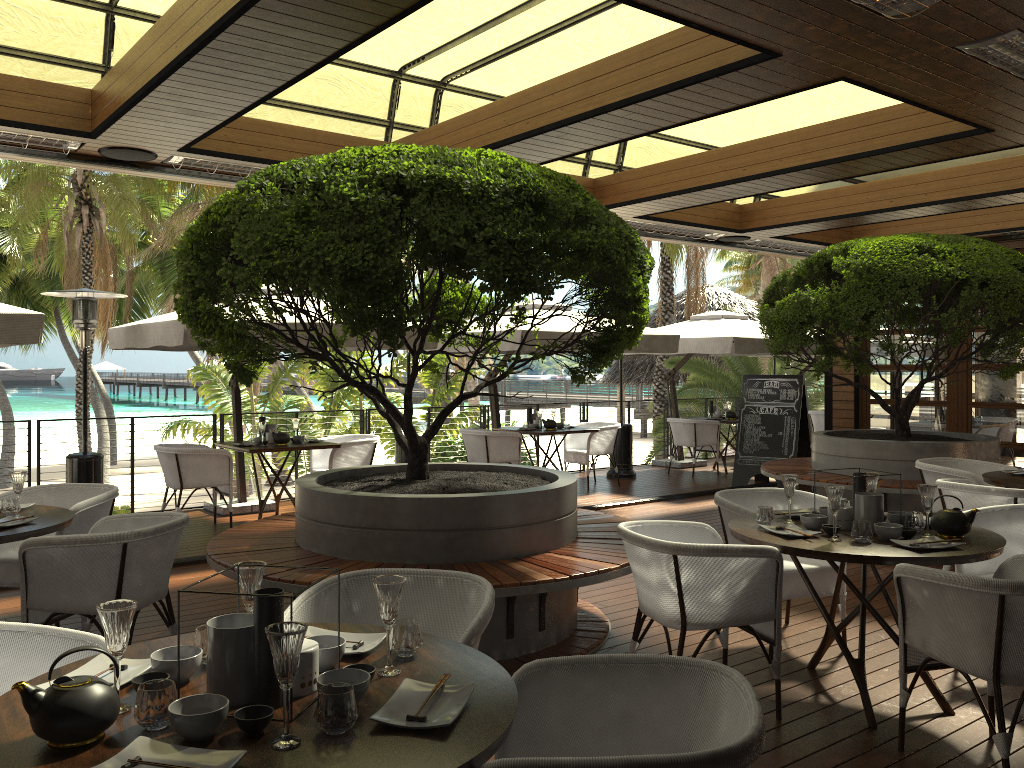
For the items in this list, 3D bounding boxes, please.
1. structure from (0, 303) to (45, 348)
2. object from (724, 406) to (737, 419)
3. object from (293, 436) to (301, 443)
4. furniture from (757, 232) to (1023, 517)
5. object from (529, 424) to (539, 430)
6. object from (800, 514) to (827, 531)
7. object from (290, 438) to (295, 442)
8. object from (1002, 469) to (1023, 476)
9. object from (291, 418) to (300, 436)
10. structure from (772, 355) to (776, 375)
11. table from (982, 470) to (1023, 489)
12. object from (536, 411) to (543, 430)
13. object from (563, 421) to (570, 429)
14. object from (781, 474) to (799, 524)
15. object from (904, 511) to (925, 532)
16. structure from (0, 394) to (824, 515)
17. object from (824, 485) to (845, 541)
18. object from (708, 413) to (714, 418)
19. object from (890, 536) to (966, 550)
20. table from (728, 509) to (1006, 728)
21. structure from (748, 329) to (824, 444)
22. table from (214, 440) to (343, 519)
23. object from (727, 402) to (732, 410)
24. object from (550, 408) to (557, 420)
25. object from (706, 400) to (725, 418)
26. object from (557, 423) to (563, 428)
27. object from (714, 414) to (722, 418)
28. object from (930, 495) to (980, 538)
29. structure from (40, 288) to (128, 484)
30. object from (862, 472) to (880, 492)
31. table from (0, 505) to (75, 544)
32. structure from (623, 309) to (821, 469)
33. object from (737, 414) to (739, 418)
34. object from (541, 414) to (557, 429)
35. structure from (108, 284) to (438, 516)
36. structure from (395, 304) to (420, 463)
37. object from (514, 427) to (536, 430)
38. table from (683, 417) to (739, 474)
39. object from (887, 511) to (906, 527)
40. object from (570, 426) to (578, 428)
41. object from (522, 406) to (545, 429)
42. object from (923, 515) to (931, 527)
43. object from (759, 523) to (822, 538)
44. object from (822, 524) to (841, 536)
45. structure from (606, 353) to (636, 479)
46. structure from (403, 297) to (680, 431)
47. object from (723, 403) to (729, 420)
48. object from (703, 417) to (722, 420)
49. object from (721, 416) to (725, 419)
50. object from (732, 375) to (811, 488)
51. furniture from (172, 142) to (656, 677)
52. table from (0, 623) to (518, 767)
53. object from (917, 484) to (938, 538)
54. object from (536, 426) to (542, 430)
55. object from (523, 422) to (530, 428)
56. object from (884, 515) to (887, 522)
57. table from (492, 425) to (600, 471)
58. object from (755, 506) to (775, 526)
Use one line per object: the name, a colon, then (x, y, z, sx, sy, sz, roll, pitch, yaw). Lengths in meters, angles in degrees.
structure: (-5.020, 0.202, 6.565, 2.414, 2.332, 2.414, 0, 1, -38)
object: (3.126, 0.409, 12.634, 0.163, 0.179, 0.168, 0, 1, -40)
object: (-2.088, 0.542, 8.675, 0.116, 0.065, 0.116, -1, 1, -39)
furniture: (3.641, -0.007, 8.237, 2.569, 2.722, 2.719, 0, 1, 17)
object: (0.258, 0.507, 10.527, 0.116, 0.065, 0.116, -1, 1, -39)
object: (1.367, 0.631, 4.024, 0.116, 0.065, 0.116, 0, 1, -17)
object: (-2.150, 0.552, 8.753, 0.080, 0.042, 0.080, 0, 1, 14)
object: (3.499, 0.611, 6.094, 0.294, 0.025, 0.170, -1, 1, -29)
object: (-2.154, 0.455, 8.832, 0.082, 0.227, 0.082, 0, 0, -37)
structure: (4.162, 0.123, 14.052, 0.699, 2.192, 0.699, 0, 0, 40)
table: (3.735, 1.003, 5.805, 1.166, 0.749, 1.166, 0, 1, 21)
object: (0.325, 0.426, 10.369, 0.082, 0.227, 0.082, 0, 0, 41)
object: (0.656, 0.493, 10.661, 0.086, 0.086, 0.086, 0, 1, -33)
object: (1.312, 0.544, 4.190, 0.082, 0.227, 0.082, 0, 0, -19)
object: (1.808, 0.621, 3.983, 0.086, 0.086, 0.086, 0, 1, 30)
structure: (-3.801, 0.904, 8.909, 26.268, 1.153, 0.163, -1, 1, -38)
object: (1.376, 0.551, 3.781, 0.082, 0.227, 0.082, 0, 0, -26)
object: (2.846, 0.455, 12.672, 0.086, 0.086, 0.086, 0, 1, -33)
object: (1.733, 0.658, 3.655, 0.294, 0.025, 0.170, 0, 1, -20)
table: (1.584, 1.037, 4.036, 1.166, 0.749, 1.166, 0, 1, 32)
structure: (5.658, 0.044, 14.838, 2.414, 2.332, 2.414, 0, 1, -38)
table: (-2.272, 0.950, 8.594, 0.931, 0.749, 0.931, -1, 1, -38)
object: (3.181, 0.376, 12.965, 0.082, 0.227, 0.082, 0, 0, -37)
object: (0.509, 0.415, 10.895, 0.082, 0.227, 0.082, 0, 0, -37)
object: (2.943, 0.363, 12.870, 0.263, 0.264, 0.263, 0, 1, 7)
object: (0.575, 0.503, 10.739, 0.116, 0.065, 0.116, -1, 1, -39)
object: (2.930, 0.467, 12.597, 0.116, 0.065, 0.116, -1, 1, -34)
object: (1.925, 0.576, 3.887, 0.163, 0.179, 0.168, 0, 1, -17)
structure: (-3.797, 0.240, 7.885, 0.699, 2.192, 0.699, 0, 0, 40)
object: (1.730, 0.542, 4.273, 0.082, 0.227, 0.082, 0, 0, -26)
table: (-2.723, 1.034, 4.205, 1.166, 0.749, 1.166, 0, 1, -32)
structure: (2.988, 0.083, 12.770, 2.414, 2.332, 2.414, 0, 1, -38)
object: (3.247, 0.463, 12.809, 0.116, 0.065, 0.116, -1, 1, -34)
object: (0.454, 0.449, 10.561, 0.168, 0.179, 0.163, 0, 1, -36)
structure: (-2.350, 0.162, 8.633, 2.414, 2.332, 2.414, 0, 1, -38)
structure: (-1.157, 0.201, 9.930, 0.699, 2.192, 0.699, 0, 0, 40)
object: (0.163, 0.529, 10.393, 0.170, 0.025, 0.294, -1, 1, -38)
table: (3.081, 0.871, 12.742, 0.931, 0.749, 0.931, -1, 1, -38)
object: (1.795, 0.629, 4.097, 0.116, 0.065, 0.116, 0, 1, -17)
object: (0.671, 0.520, 10.873, 0.170, 0.025, 0.294, -1, 1, -38)
object: (0.271, 0.402, 10.800, 0.263, 0.264, 0.263, 0, 1, 7)
object: (1.932, 0.647, 4.207, 0.170, 0.025, 0.295, 0, 1, -15)
object: (1.240, 0.653, 3.912, 0.170, 0.025, 0.295, 0, 1, -15)
object: (1.406, 0.645, 3.904, 0.080, 0.042, 0.080, 0, 1, 13)
structure: (1.476, 0.162, 11.970, 0.699, 2.192, 0.699, 0, 0, 40)
structure: (0.319, 0.123, 10.701, 2.414, 2.332, 2.414, 0, 1, -38)
object: (2.997, 0.386, 12.440, 0.082, 0.227, 0.082, 0, 0, -37)
object: (2.835, 0.490, 12.464, 0.170, 0.025, 0.294, -1, 1, -38)
object: (2.991, 0.480, 12.520, 0.080, 0.042, 0.080, 1, 1, 44)
object: (3.249, 0.582, 11.029, 0.768, 1.397, 0.771, 0, 0, 37)
furniture: (-0.498, 0.053, 5.118, 2.616, 2.722, 2.694, 0, 1, 43)
table: (-0.569, 1.076, 1.985, 1.166, 0.749, 1.166, -1, 1, -35)
object: (1.799, 0.550, 3.839, 0.082, 0.227, 0.082, 0, 0, -19)
object: (0.319, 0.520, 10.450, 0.080, 0.042, 0.080, 0, 1, 14)
object: (0.175, 0.494, 10.601, 0.086, 0.086, 0.086, 0, 1, -33)
object: (1.725, 0.639, 4.177, 0.080, 0.042, 0.080, 0, 1, 13)
table: (0.405, 0.910, 10.668, 0.931, 0.749, 0.931, -1, 1, -38)
object: (1.182, 0.618, 4.137, 0.086, 0.086, 0.086, 0, 1, 30)
